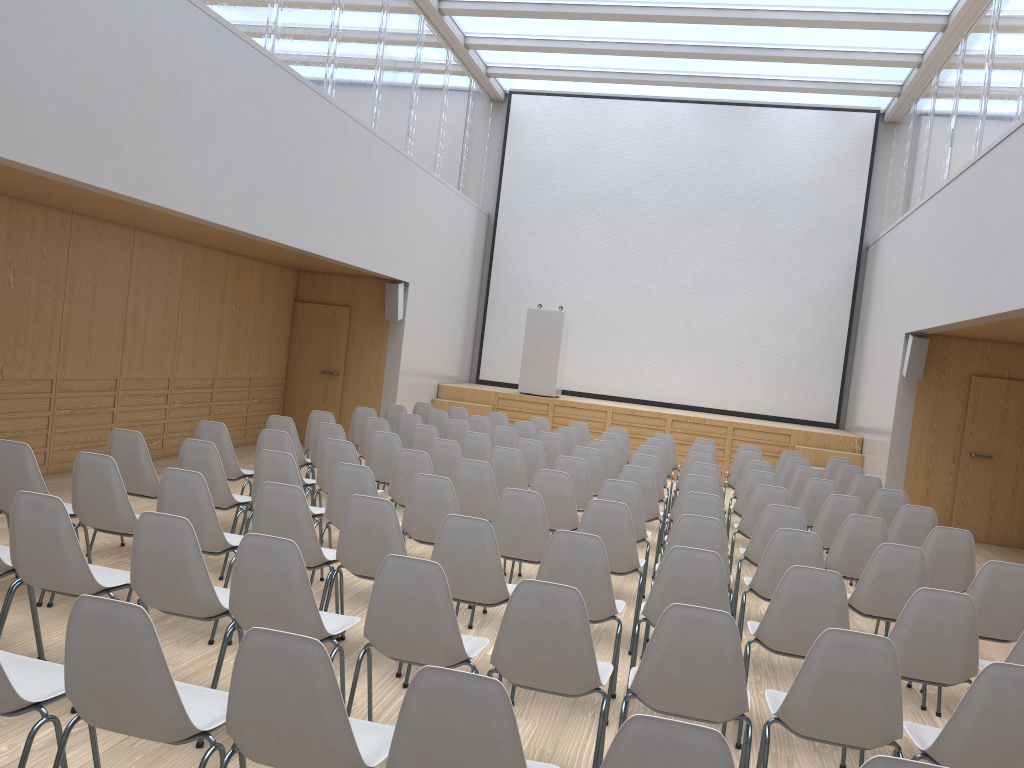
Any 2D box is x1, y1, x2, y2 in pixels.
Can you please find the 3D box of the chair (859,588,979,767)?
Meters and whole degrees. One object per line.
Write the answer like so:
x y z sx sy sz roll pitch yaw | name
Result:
1.833 1.302 4.002 0.479 0.876 0.505 7 2 12 | chair

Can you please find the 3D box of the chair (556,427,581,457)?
0.643 0.932 10.407 0.479 0.876 0.505 7 2 12 | chair

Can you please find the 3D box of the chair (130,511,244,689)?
-1.356 0.941 3.740 0.479 0.876 0.505 7 2 12 | chair

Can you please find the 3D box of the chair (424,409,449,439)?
-0.874 0.742 10.783 0.479 0.876 0.505 7 2 12 | chair

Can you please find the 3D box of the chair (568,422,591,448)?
0.849 0.918 11.456 0.479 0.876 0.505 7 2 12 | chair

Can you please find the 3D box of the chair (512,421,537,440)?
0.148 0.868 10.576 0.479 0.876 0.505 7 2 12 | chair

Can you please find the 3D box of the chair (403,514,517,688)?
-0.200 1.051 4.407 0.479 0.876 0.505 7 2 12 | chair

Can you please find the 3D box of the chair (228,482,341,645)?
-1.145 0.931 4.699 0.479 0.876 0.505 7 2 12 | chair

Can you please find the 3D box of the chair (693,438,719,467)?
2.368 1.107 11.111 0.479 0.876 0.505 7 2 12 | chair

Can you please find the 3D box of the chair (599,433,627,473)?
1.137 0.992 10.340 0.479 0.876 0.505 7 2 12 | chair

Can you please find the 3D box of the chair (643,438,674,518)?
1.634 1.053 10.259 0.479 0.876 0.505 7 2 12 | chair

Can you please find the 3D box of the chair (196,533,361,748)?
-0.900 1.000 3.580 0.479 0.876 0.505 7 2 12 | chair

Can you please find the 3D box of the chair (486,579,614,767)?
0.137 1.128 3.373 0.479 0.876 0.505 7 2 12 | chair

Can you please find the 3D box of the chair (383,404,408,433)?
-1.380 0.678 10.923 0.479 0.876 0.505 7 2 12 | chair

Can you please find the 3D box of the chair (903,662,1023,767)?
1.608 1.312 3.028 0.479 0.876 0.505 7 2 12 | chair

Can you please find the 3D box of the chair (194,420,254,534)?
-2.272 0.716 6.995 0.479 0.876 0.505 7 2 12 | chair

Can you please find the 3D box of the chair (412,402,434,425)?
-1.144 0.671 11.866 0.479 0.876 0.505 7 2 12 | chair

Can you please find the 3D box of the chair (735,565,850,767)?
1.339 1.240 4.152 0.479 0.876 0.505 7 2 12 | chair

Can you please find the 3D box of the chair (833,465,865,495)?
3.644 1.305 9.746 0.479 0.876 0.505 7 2 12 | chair

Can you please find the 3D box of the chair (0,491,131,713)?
-1.905 0.873 3.843 0.479 0.876 0.505 7 2 12 | chair

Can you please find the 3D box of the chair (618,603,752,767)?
0.648 1.191 3.280 0.479 0.876 0.505 7 2 12 | chair

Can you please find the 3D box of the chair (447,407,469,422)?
-0.684 0.731 11.681 0.479 0.876 0.505 7 2 12 | chair

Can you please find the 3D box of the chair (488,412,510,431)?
-0.173 0.793 11.611 0.479 0.876 0.505 7 2 12 | chair

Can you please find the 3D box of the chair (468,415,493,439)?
-0.371 0.806 10.630 0.479 0.876 0.505 7 2 12 | chair

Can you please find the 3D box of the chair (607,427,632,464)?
1.329 0.979 11.301 0.479 0.876 0.505 7 2 12 | chair

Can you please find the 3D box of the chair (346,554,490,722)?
-0.356 1.066 3.501 0.479 0.876 0.505 7 2 12 | chair

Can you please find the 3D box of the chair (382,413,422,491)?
-1.085 0.754 9.764 0.479 0.876 0.505 7 2 12 | chair

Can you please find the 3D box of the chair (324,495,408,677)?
-0.686 0.987 4.627 0.479 0.876 0.505 7 2 12 | chair

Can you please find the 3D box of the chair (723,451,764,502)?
2.627 1.179 9.970 0.479 0.876 0.505 7 2 12 | chair

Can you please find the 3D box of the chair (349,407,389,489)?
-1.596 0.688 9.936 0.479 0.876 0.505 7 2 12 | chair

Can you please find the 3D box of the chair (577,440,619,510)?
0.925 1.006 9.279 0.479 0.876 0.505 7 2 12 | chair

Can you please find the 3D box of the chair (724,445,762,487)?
2.885 1.172 10.979 0.479 0.876 0.505 7 2 12 | chair

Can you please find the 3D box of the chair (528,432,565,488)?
0.399 0.937 9.478 0.479 0.876 0.505 7 2 12 | chair

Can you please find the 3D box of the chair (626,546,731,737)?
0.838 1.177 4.281 0.479 0.876 0.505 7 2 12 | chair

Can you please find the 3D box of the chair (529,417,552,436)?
0.358 0.858 11.535 0.479 0.876 0.505 7 2 12 | chair

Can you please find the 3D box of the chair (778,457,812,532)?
3.135 1.240 9.919 0.479 0.876 0.505 7 2 12 | chair

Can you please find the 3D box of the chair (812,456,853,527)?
3.901 1.299 10.755 0.479 0.876 0.505 7 2 12 | chair

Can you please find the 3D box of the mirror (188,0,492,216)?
-2.348 -4.017 7.481 0.253 2.090 17.826 7 2 12 | mirror

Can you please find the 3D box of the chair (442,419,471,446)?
-0.568 0.816 9.720 0.479 0.876 0.505 7 2 12 | chair

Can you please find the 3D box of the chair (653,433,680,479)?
1.876 1.048 11.160 0.479 0.876 0.505 7 2 12 | chair

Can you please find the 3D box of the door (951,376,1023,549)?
5.955 0.958 10.814 0.873 2.025 0.108 7 2 12 | door

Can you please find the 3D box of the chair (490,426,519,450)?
-0.065 0.880 9.560 0.479 0.876 0.505 7 2 12 | chair

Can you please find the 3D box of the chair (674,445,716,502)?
2.121 1.114 10.123 0.479 0.876 0.505 7 2 12 | chair

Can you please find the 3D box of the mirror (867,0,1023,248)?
4.235 -3.198 6.031 0.253 2.090 17.826 7 2 12 | mirror

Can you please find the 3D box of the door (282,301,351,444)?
-2.853 -0.138 12.754 0.873 2.025 0.108 7 2 12 | door

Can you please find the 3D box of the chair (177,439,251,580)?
-1.986 0.789 5.908 0.479 0.876 0.505 7 2 12 | chair

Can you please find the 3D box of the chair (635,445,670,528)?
1.410 1.062 9.275 0.479 0.876 0.505 7 2 12 | chair

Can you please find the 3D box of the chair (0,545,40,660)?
-2.370 0.814 3.974 0.479 0.876 0.505 7 2 12 | chair

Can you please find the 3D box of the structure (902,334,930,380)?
4.955 -0.336 10.895 0.196 0.542 0.368 7 2 12 | structure

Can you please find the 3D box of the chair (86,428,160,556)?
-2.488 0.727 5.999 0.479 0.876 0.505 7 2 12 | chair

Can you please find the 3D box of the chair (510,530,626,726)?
0.308 1.113 4.338 0.479 0.876 0.505 7 2 12 | chair

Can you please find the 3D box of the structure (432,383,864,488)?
2.053 0.900 14.305 6.551 1.027 2.728 7 2 12 | structure

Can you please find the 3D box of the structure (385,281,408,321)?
-1.630 -1.155 12.345 0.196 0.542 0.368 7 2 12 | structure

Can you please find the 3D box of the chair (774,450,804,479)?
3.380 1.233 10.898 0.479 0.876 0.505 7 2 12 | chair

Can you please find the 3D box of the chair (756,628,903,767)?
1.153 1.253 3.198 0.479 0.876 0.505 7 2 12 | chair

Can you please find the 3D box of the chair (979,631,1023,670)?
2.339 1.363 3.961 0.479 0.876 0.505 7 2 12 | chair

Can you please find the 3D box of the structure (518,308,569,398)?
0.527 -0.493 14.399 0.605 1.379 0.605 7 2 12 | structure
